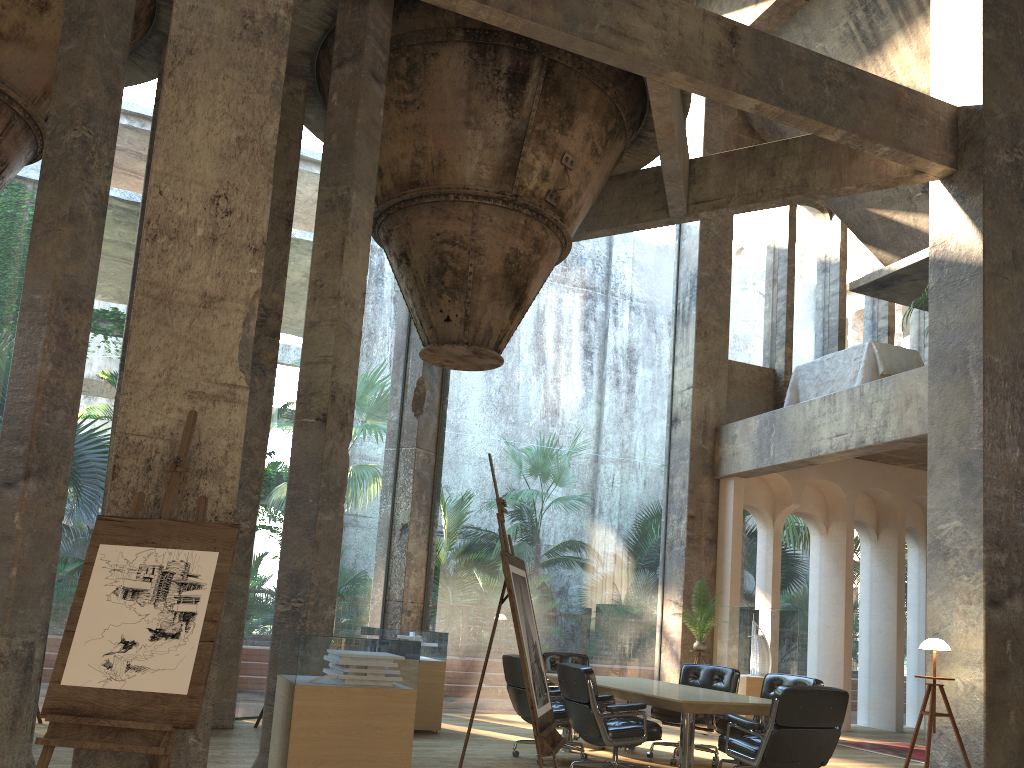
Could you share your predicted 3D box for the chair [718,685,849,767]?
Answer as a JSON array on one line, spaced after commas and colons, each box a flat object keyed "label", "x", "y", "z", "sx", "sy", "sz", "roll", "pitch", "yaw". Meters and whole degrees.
[{"label": "chair", "x": 1.826, "y": 2.521, "z": 6.123, "sx": 0.735, "sy": 0.873, "sz": 0.834, "roll": 9, "pitch": -12, "yaw": -25}]

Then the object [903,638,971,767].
[{"label": "object", "x": 3.502, "y": 2.803, "z": 7.448, "sx": 0.662, "sy": 1.270, "sz": 0.579, "roll": 8, "pitch": -10, "yaw": -21}]

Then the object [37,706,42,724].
[{"label": "object", "x": -4.333, "y": 2.454, "z": 7.639, "sx": 0.576, "sy": 0.952, "sz": 0.667, "roll": 9, "pitch": -11, "yaw": -27}]

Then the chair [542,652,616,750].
[{"label": "chair", "x": 0.677, "y": 3.197, "z": 8.926, "sx": 0.736, "sy": 0.873, "sz": 0.833, "roll": 10, "pitch": -13, "yaw": -27}]

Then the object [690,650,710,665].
[{"label": "object", "x": 2.309, "y": 3.846, "z": 11.047, "sx": 0.660, "sy": 0.952, "sz": 0.582, "roll": -2, "pitch": -12, "yaw": 32}]

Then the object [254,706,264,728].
[{"label": "object", "x": -2.046, "y": 2.888, "z": 8.645, "sx": 0.658, "sy": 0.952, "sz": 0.584, "roll": 2, "pitch": -10, "yaw": 14}]

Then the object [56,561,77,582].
[{"label": "object", "x": -4.269, "y": 1.517, "z": 7.704, "sx": 0.859, "sy": 0.920, "sz": 0.703, "roll": 4, "pitch": -10, "yaw": -1}]

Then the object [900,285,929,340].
[{"label": "object", "x": 5.066, "y": -0.882, "z": 9.501, "sx": 1.361, "sy": 1.771, "sz": 1.428, "roll": 7, "pitch": -11, "yaw": -16}]

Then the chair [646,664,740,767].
[{"label": "chair", "x": 1.685, "y": 3.094, "z": 8.280, "sx": 0.734, "sy": 0.873, "sz": 0.835, "roll": -6, "pitch": -15, "yaw": 41}]

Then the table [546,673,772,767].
[{"label": "table", "x": 1.237, "y": 2.959, "z": 7.543, "sx": 1.110, "sy": 0.684, "sz": 2.456, "roll": 9, "pitch": -15, "yaw": -21}]

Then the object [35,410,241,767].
[{"label": "object", "x": -1.670, "y": 1.106, "z": 4.044, "sx": 0.701, "sy": 2.102, "sz": 0.698, "roll": 3, "pitch": -9, "yaw": 4}]

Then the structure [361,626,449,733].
[{"label": "structure", "x": -1.168, "y": 3.065, "z": 9.152, "sx": 0.748, "sy": 0.993, "sz": 0.747, "roll": 8, "pitch": -11, "yaw": -21}]

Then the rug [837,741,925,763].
[{"label": "rug", "x": 4.830, "y": 4.158, "z": 9.755, "sx": 1.352, "sy": 0.009, "sz": 2.510, "roll": 10, "pitch": -16, "yaw": -20}]

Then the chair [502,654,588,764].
[{"label": "chair", "x": 0.346, "y": 2.854, "z": 7.745, "sx": 0.826, "sy": 0.874, "sz": 0.742, "roll": 8, "pitch": -12, "yaw": -21}]

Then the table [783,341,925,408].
[{"label": "table", "x": 4.366, "y": 0.053, "z": 11.259, "sx": 1.121, "sy": 0.784, "sz": 1.783, "roll": 9, "pitch": -15, "yaw": -21}]

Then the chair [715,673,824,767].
[{"label": "chair", "x": 2.099, "y": 2.875, "z": 7.362, "sx": 0.828, "sy": 0.874, "sz": 0.740, "roll": 10, "pitch": -12, "yaw": -27}]

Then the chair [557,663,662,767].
[{"label": "chair", "x": 0.771, "y": 2.607, "z": 6.718, "sx": 0.824, "sy": 0.874, "sz": 0.744, "roll": 7, "pitch": -11, "yaw": -15}]

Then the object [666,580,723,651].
[{"label": "object", "x": 2.346, "y": 2.939, "z": 11.228, "sx": 0.868, "sy": 0.920, "sz": 0.696, "roll": 11, "pitch": -12, "yaw": -30}]

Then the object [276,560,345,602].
[{"label": "object", "x": -1.993, "y": 1.920, "z": 8.598, "sx": 0.691, "sy": 0.920, "sz": 0.874, "roll": 8, "pitch": -12, "yaw": -18}]

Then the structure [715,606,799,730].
[{"label": "structure", "x": 2.986, "y": 3.518, "z": 10.733, "sx": 0.748, "sy": 1.515, "sz": 0.603, "roll": 8, "pitch": -10, "yaw": -22}]

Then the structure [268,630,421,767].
[{"label": "structure", "x": -1.072, "y": 2.092, "z": 5.525, "sx": 0.740, "sy": 0.993, "sz": 0.755, "roll": 8, "pitch": -11, "yaw": -21}]

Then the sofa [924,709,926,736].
[{"label": "sofa", "x": 7.271, "y": 4.425, "z": 11.433, "sx": 2.943, "sy": 0.706, "sz": 2.104, "roll": 10, "pitch": -15, "yaw": -21}]

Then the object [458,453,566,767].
[{"label": "object", "x": 0.031, "y": 1.443, "z": 4.843, "sx": 0.684, "sy": 2.102, "sz": 0.716, "roll": 3, "pitch": -9, "yaw": 10}]
